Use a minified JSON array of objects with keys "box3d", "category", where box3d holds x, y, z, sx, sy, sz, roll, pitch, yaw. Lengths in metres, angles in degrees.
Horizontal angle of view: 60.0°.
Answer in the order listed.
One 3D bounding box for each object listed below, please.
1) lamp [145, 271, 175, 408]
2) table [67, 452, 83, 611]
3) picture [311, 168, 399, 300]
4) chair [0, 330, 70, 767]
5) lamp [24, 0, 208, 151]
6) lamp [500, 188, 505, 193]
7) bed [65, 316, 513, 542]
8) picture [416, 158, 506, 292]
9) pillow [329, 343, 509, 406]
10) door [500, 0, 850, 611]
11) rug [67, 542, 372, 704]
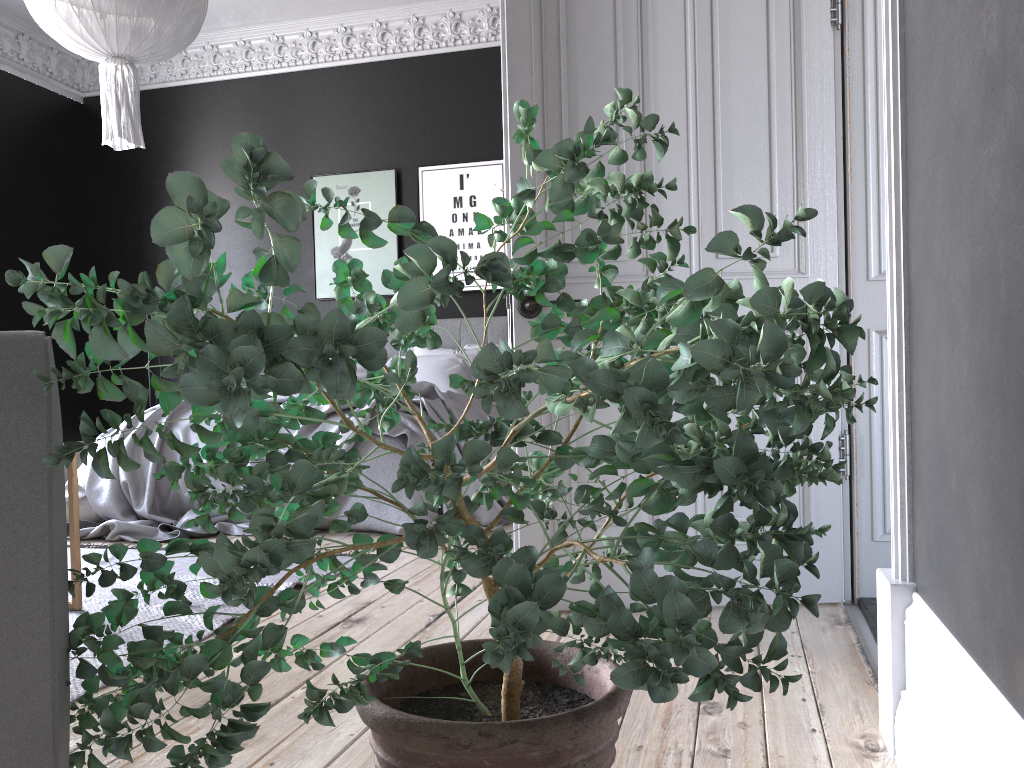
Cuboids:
[{"box3d":[-3.222,-0.063,7.716,0.437,1.779,1.718,-2,1,-38],"category":"lamp"},{"box3d":[-2.190,0.513,2.476,1.093,0.558,1.448,-1,0,14],"category":"table"},{"box3d":[-1.343,-1.275,7.584,0.792,1.079,0.014,-1,1,14],"category":"picture"},{"box3d":[-0.924,0.334,0.934,0.818,0.863,0.770,-2,1,-35],"category":"chair"},{"box3d":[-1.784,-2.083,3.968,0.783,2.049,0.782,-2,1,-32],"category":"lamp"},{"box3d":[0.481,-0.480,6.509,0.772,2.412,0.986,-2,1,-43],"category":"lamp"},{"box3d":[-1.299,0.128,6.005,2.765,1.298,3.282,-1,0,3],"category":"bed"},{"box3d":[-0.403,-1.300,7.345,0.792,1.079,0.014,-1,1,14],"category":"picture"},{"box3d":[-0.974,-0.065,7.064,1.830,0.760,0.680,-1,1,14],"category":"pillow"},{"box3d":[0.527,-0.464,2.851,1.098,2.375,0.216,-1,1,2],"category":"door"},{"box3d":[-2.026,0.775,2.490,2.106,0.050,3.643,-2,0,15],"category":"rug"}]
